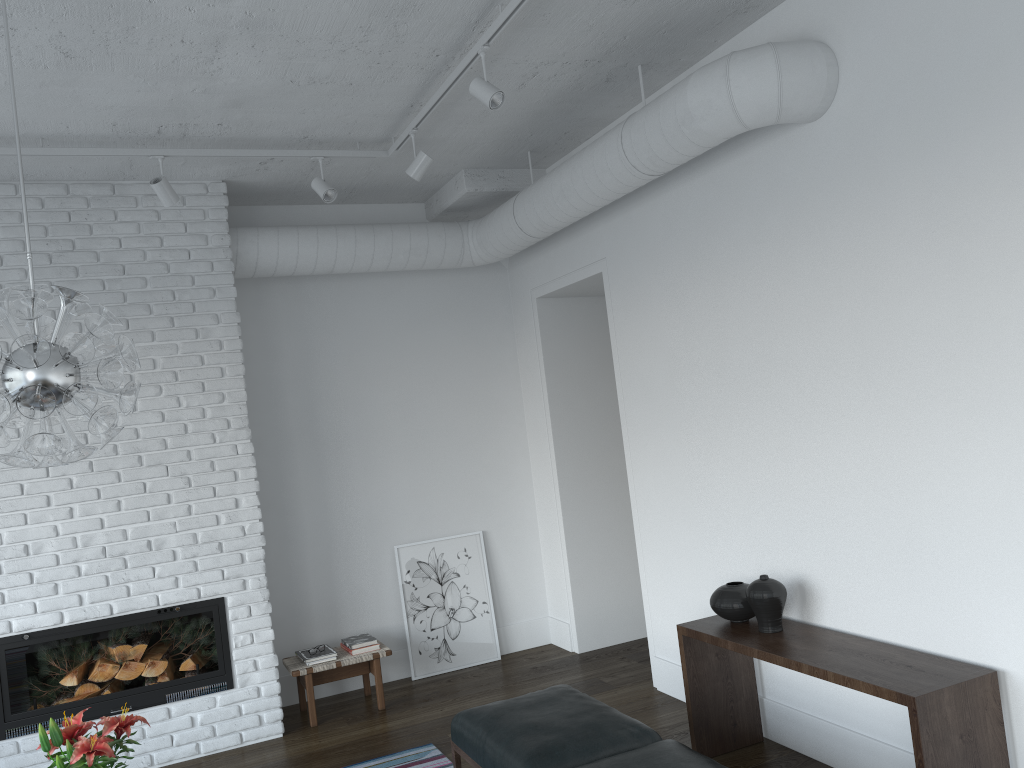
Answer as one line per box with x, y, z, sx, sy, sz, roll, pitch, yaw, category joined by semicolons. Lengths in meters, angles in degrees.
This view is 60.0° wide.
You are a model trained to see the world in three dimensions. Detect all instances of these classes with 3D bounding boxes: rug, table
-0.932;1.870;2.381;2.735;0.012;3.760;-6;-2;-23;rug
-1.056;1.826;5.431;0.605;0.345;0.405;-6;-2;-23;table
1.230;1.342;3.520;0.375;0.617;1.362;-6;-2;-23;table

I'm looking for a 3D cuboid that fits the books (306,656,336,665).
-1.182;1.652;5.381;0.171;0.011;0.306;-6;-2;-24;books

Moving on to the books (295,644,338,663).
-1.190;1.639;5.390;0.202;0.019;0.280;-6;-2;-26;books

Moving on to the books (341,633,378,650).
-0.950;1.600;5.519;0.173;0.025;0.238;-6;-2;-26;books

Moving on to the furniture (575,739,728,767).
0.505;1.475;2.753;0.583;0.476;0.827;-6;-2;-23;furniture

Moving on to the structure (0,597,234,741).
-2.224;1.560;5.025;1.168;0.578;0.675;-6;-2;-23;structure

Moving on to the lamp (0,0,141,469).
-1.476;-0.518;2.688;0.552;1.546;0.552;-5;-2;-36;lamp

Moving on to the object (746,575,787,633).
1.096;0.939;3.806;0.171;0.236;0.171;-6;-2;-18;object

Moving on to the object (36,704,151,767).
-1.227;1.231;2.617;0.275;0.558;0.284;-8;-2;29;object

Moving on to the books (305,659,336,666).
-1.183;1.663;5.391;0.172;0.011;0.273;-6;-2;-24;books

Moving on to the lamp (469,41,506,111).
-0.110;-1.238;3.580;0.154;0.285;0.094;-8;-3;40;lamp

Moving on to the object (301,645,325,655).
-1.212;1.614;5.392;0.093;0.038;0.134;-8;-2;33;object

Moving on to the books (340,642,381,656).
-0.943;1.627;5.511;0.185;0.032;0.267;-6;-2;-26;books

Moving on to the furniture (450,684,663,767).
0.172;1.540;3.534;0.584;0.478;0.828;-6;-2;-23;furniture

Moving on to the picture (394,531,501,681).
-0.436;1.494;6.040;0.637;0.884;0.093;-6;-2;-23;picture

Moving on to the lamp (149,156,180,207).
-1.728;-1.017;4.379;0.097;0.285;0.154;-7;-2;17;lamp

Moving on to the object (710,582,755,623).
1.021;0.989;4.022;0.245;0.168;0.245;-6;-2;-32;object

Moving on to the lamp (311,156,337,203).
-1.004;-1.093;4.690;0.154;0.285;0.093;-9;-3;45;lamp

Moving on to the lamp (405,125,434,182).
-0.476;-1.164;4.463;0.154;0.285;0.104;-7;-2;17;lamp
